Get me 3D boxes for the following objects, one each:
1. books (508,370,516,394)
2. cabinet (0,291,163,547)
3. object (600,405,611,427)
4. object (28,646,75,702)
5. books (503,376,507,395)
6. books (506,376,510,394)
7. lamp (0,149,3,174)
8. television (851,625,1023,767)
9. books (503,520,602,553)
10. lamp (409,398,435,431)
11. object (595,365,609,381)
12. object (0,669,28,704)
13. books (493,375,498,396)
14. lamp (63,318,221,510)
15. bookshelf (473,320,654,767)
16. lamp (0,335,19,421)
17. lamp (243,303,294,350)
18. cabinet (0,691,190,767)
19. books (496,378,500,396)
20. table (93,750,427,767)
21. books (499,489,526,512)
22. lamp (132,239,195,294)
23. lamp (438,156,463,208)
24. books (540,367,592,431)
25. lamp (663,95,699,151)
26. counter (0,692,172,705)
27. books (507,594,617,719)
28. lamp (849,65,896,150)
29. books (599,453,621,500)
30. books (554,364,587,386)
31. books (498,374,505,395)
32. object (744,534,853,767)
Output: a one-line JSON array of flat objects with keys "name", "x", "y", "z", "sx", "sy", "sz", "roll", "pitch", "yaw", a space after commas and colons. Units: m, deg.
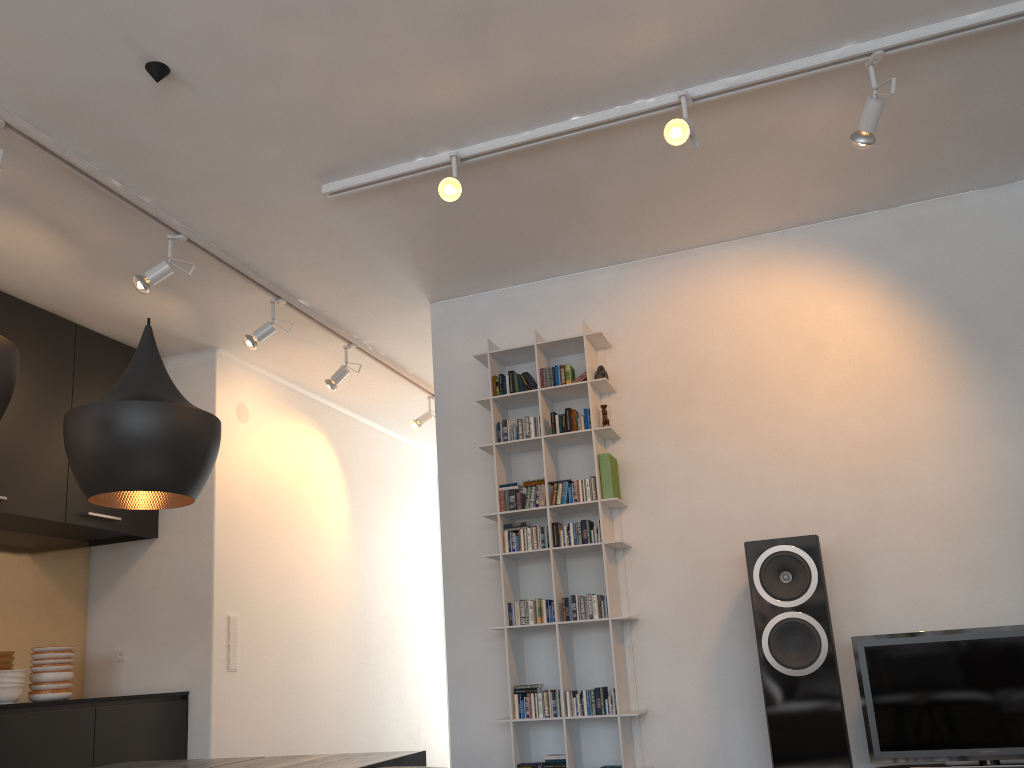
[{"name": "books", "x": 0.009, "y": 0.002, "z": 4.214, "sx": 0.029, "sy": 0.113, "sz": 0.075, "roll": -8, "pitch": -16, "yaw": 17}, {"name": "cabinet", "x": -2.551, "y": 0.131, "z": 4.240, "sx": 0.533, "sy": 1.030, "sz": 1.987, "roll": -9, "pitch": -18, "yaw": 17}, {"name": "object", "x": 0.433, "y": 0.160, "z": 4.101, "sx": 0.045, "sy": 0.137, "sz": 0.065, "roll": -6, "pitch": -15, "yaw": 9}, {"name": "object", "x": -2.329, "y": 1.467, "z": 4.475, "sx": 0.197, "sy": 0.259, "sz": 0.202, "roll": -2, "pitch": -16, "yaw": -7}, {"name": "books", "x": -0.022, "y": 0.018, "z": 4.221, "sx": 0.014, "sy": 0.090, "sz": 0.071, "roll": -8, "pitch": -16, "yaw": 17}, {"name": "books", "x": -0.008, "y": 0.016, "z": 4.218, "sx": 0.014, "sy": 0.090, "sz": 0.071, "roll": -8, "pitch": -16, "yaw": 17}, {"name": "lamp", "x": -2.161, "y": 0.265, "z": 3.349, "sx": 0.089, "sy": 1.813, "sz": 1.861, "roll": 7, "pitch": -19, "yaw": -36}, {"name": "television", "x": 1.759, "y": 1.220, "z": 3.308, "sx": 0.796, "sy": 0.589, "sz": 0.348, "roll": -16, "pitch": -19, "yaw": 35}, {"name": "books", "x": 0.196, "y": 0.698, "z": 4.025, "sx": 0.469, "sy": 0.111, "sz": 0.124, "roll": -10, "pitch": -17, "yaw": 18}, {"name": "lamp", "x": -0.593, "y": 0.216, "z": 6.109, "sx": 0.251, "sy": 0.235, "sz": 0.086, "roll": 5, "pitch": -17, "yaw": -29}, {"name": "object", "x": 0.421, "y": -0.038, "z": 4.154, "sx": 0.064, "sy": 0.099, "sz": 0.061, "roll": -3, "pitch": -15, "yaw": -5}, {"name": "object", "x": -2.423, "y": 1.457, "z": 4.258, "sx": 0.159, "sy": 0.157, "sz": 0.156, "roll": 11, "pitch": -21, "yaw": -42}, {"name": "books", "x": -0.071, "y": 0.020, "z": 4.241, "sx": 0.016, "sy": 0.105, "sz": 0.070, "roll": -8, "pitch": -16, "yaw": 17}, {"name": "lamp", "x": -1.040, "y": 0.066, "z": 2.509, "sx": 0.411, "sy": 0.531, "sz": 0.418, "roll": 3, "pitch": -17, "yaw": -23}, {"name": "bookshelf", "x": 0.211, "y": 0.758, "z": 4.047, "sx": 0.641, "sy": 2.037, "sz": 0.230, "roll": -9, "pitch": -15, "yaw": 18}, {"name": "lamp", "x": -1.270, "y": -0.125, "z": 1.866, "sx": 0.411, "sy": 0.531, "sz": 0.419, "roll": -2, "pitch": -16, "yaw": -5}, {"name": "lamp", "x": -1.213, "y": -0.287, "z": 4.413, "sx": 0.250, "sy": 0.235, "sz": 0.087, "roll": -2, "pitch": -15, "yaw": -6}, {"name": "cabinet", "x": -2.854, "y": 1.421, "z": 2.352, "sx": 0.735, "sy": 0.883, "sz": 5.146, "roll": -9, "pitch": -18, "yaw": 17}, {"name": "books", "x": -0.057, "y": 0.024, "z": 4.232, "sx": 0.014, "sy": 0.090, "sz": 0.071, "roll": -8, "pitch": -16, "yaw": 17}, {"name": "table", "x": -1.155, "y": 1.146, "z": 1.534, "sx": 1.110, "sy": 0.666, "sz": 2.541, "roll": -9, "pitch": -18, "yaw": 17}, {"name": "books", "x": 0.005, "y": 0.548, "z": 4.111, "sx": 0.101, "sy": 0.102, "sz": 0.097, "roll": -9, "pitch": -17, "yaw": 18}, {"name": "lamp", "x": -1.460, "y": -0.493, "z": 3.719, "sx": 0.250, "sy": 0.235, "sz": 0.087, "roll": -1, "pitch": -15, "yaw": -10}, {"name": "lamp", "x": -0.222, "y": -0.734, "z": 3.227, "sx": 0.085, "sy": 0.235, "sz": 0.255, "roll": -4, "pitch": -16, "yaw": 0}, {"name": "books", "x": 0.264, "y": 0.081, "z": 4.134, "sx": 0.229, "sy": 0.327, "sz": 0.109, "roll": -9, "pitch": -15, "yaw": 18}, {"name": "lamp", "x": 0.568, "y": -0.871, "z": 2.972, "sx": 0.085, "sy": 0.234, "sz": 0.255, "roll": -10, "pitch": -17, "yaw": 23}, {"name": "counter", "x": -2.884, "y": 0.994, "z": 2.459, "sx": 0.734, "sy": 0.002, "sz": 5.143, "roll": -9, "pitch": -19, "yaw": 17}, {"name": "books", "x": 0.227, "y": 1.197, "z": 3.897, "sx": 0.471, "sy": 0.502, "sz": 0.124, "roll": -9, "pitch": -15, "yaw": 18}, {"name": "lamp", "x": 1.200, "y": -0.929, "z": 2.918, "sx": 0.085, "sy": 0.235, "sz": 0.255, "roll": 0, "pitch": -16, "yaw": -15}, {"name": "books", "x": 0.448, "y": 0.438, "z": 4.038, "sx": 0.049, "sy": 0.210, "sz": 0.168, "roll": -8, "pitch": -16, "yaw": 17}, {"name": "books", "x": 0.291, "y": -0.033, "z": 4.150, "sx": 0.161, "sy": 0.108, "sz": 0.103, "roll": -9, "pitch": -17, "yaw": 18}, {"name": "books", "x": -0.041, "y": 0.013, "z": 4.227, "sx": 0.023, "sy": 0.105, "sz": 0.070, "roll": -8, "pitch": -16, "yaw": 17}, {"name": "object", "x": 1.148, "y": 1.129, "z": 3.538, "sx": 0.296, "sy": 0.984, "sz": 0.285, "roll": -9, "pitch": -15, "yaw": 18}]
